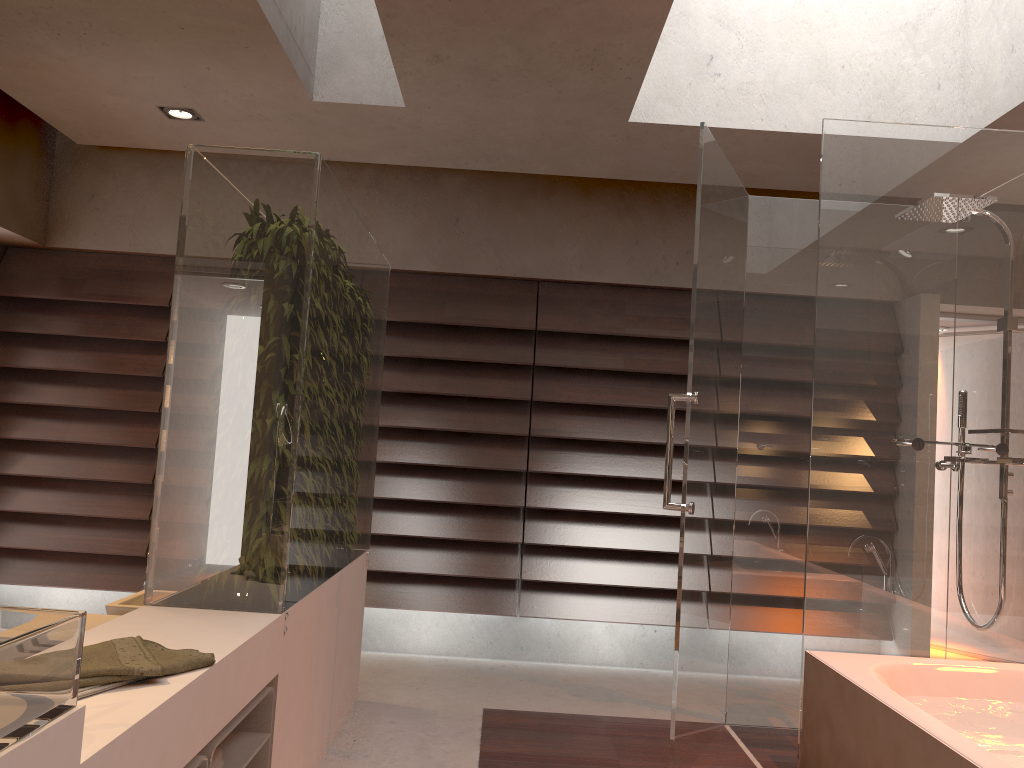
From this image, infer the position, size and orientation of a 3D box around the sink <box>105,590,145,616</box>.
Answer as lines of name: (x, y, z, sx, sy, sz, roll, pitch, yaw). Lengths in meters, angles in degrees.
sink: (-1.194, 0.928, 3.254, 0.468, 0.456, 0.357, 4, -4, 0)

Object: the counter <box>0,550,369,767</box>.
counter: (-0.775, 0.836, 2.199, 0.350, 0.686, 2.931, 4, -4, 0)

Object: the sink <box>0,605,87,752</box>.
sink: (-0.738, 0.306, 1.019, 0.340, 0.357, 0.486, 4, -4, 0)

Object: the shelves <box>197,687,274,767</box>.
shelves: (-0.792, 0.944, 1.976, 0.368, 0.436, 0.487, 4, -4, 0)

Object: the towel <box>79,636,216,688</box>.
towel: (-0.786, 0.494, 1.585, 0.258, 0.057, 0.571, 0, -6, 41)

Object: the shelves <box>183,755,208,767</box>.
shelves: (-0.757, 0.910, 1.477, 0.368, 0.436, 0.487, 4, -4, -2)

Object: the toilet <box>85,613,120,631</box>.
toilet: (-1.190, 0.905, 2.555, 0.468, 0.400, 0.357, 4, -4, 0)

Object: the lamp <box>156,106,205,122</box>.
lamp: (-1.521, -1.263, 4.075, 0.170, 0.051, 0.165, 4, -4, 0)

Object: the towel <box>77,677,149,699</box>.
towel: (-0.783, 0.507, 1.548, 0.202, 0.027, 0.394, 2, -4, 20)

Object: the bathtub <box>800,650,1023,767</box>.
bathtub: (1.404, 0.904, 1.744, 0.994, 0.761, 2.000, 4, -4, 0)
